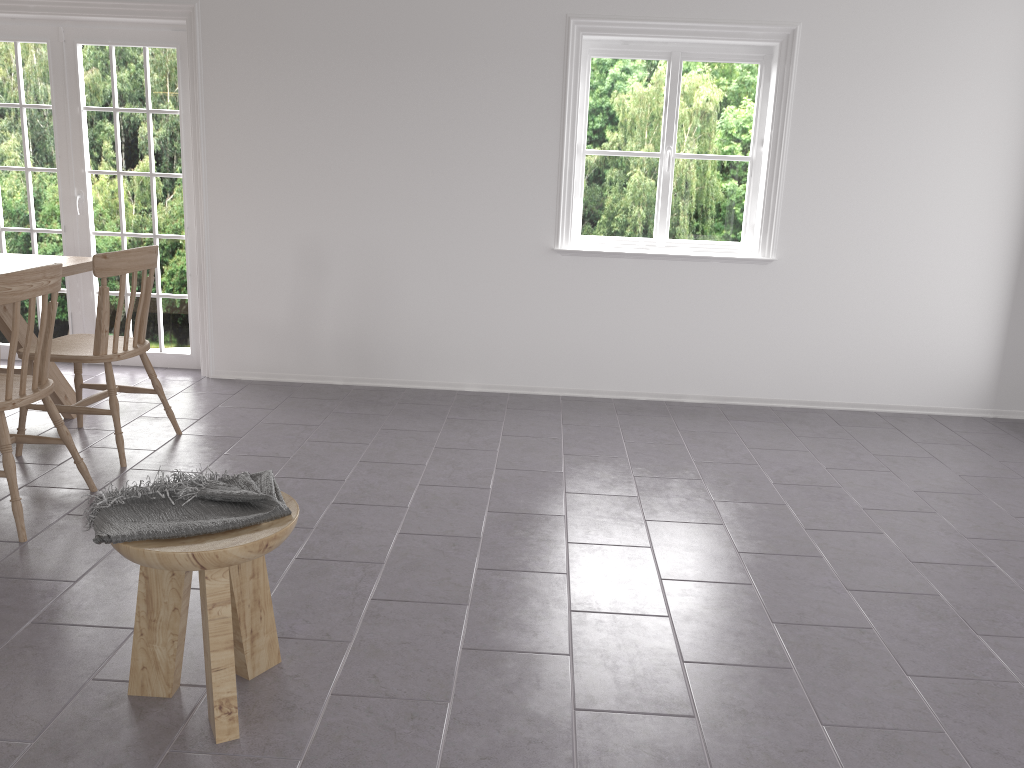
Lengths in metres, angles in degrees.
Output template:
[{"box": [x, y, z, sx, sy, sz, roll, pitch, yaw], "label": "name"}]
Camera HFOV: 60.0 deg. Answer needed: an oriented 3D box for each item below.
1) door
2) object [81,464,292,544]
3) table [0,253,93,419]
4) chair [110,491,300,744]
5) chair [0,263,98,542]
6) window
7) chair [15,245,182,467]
[{"box": [-2.608, -1.085, 5.277, 1.571, 2.024, 0.115, 3, 14, 2], "label": "door"}, {"box": [-0.774, 0.281, 2.117, 0.462, 0.120, 0.348, -5, 15, -27], "label": "object"}, {"box": [-2.677, -0.049, 3.622, 1.001, 0.749, 2.300, 3, 14, 2], "label": "table"}, {"box": [-0.731, 0.536, 2.138, 0.431, 0.479, 0.431, 7, 14, 18], "label": "chair"}, {"box": [-1.872, 0.024, 3.137, 0.519, 0.902, 0.506, 3, 14, 2], "label": "chair"}, {"box": [0.890, -1.321, 5.041, 1.055, 1.168, 0.120, 3, 14, 2], "label": "window"}, {"box": [-1.838, -0.162, 3.905, 0.519, 0.902, 0.506, 4, 14, 7], "label": "chair"}]
